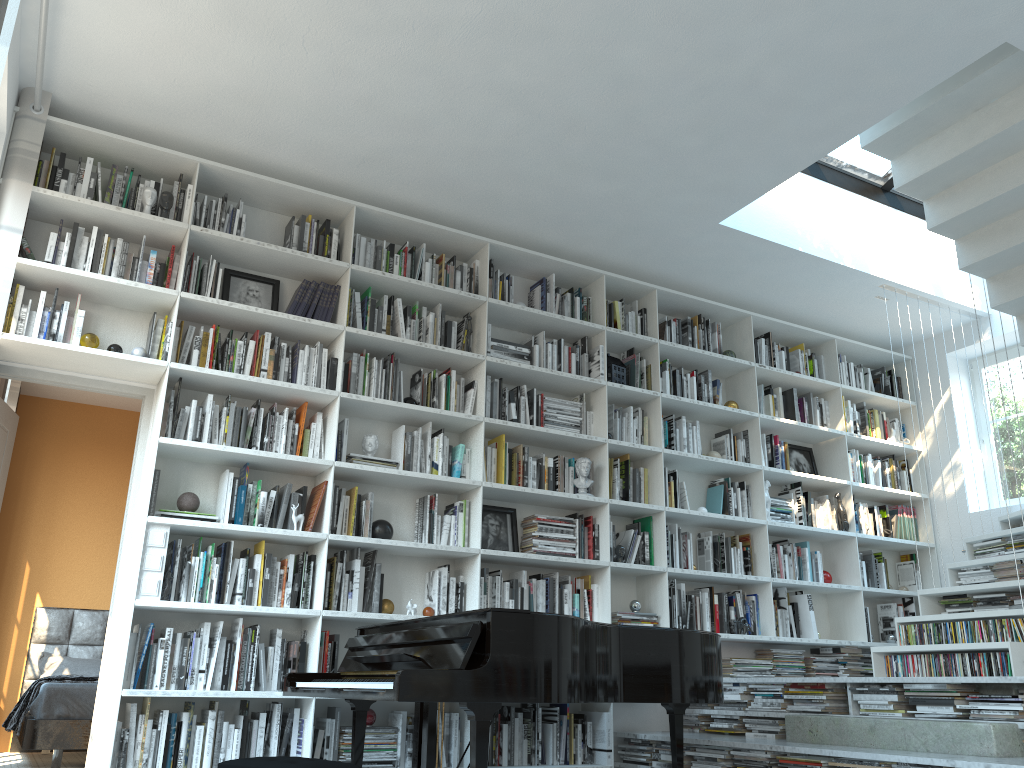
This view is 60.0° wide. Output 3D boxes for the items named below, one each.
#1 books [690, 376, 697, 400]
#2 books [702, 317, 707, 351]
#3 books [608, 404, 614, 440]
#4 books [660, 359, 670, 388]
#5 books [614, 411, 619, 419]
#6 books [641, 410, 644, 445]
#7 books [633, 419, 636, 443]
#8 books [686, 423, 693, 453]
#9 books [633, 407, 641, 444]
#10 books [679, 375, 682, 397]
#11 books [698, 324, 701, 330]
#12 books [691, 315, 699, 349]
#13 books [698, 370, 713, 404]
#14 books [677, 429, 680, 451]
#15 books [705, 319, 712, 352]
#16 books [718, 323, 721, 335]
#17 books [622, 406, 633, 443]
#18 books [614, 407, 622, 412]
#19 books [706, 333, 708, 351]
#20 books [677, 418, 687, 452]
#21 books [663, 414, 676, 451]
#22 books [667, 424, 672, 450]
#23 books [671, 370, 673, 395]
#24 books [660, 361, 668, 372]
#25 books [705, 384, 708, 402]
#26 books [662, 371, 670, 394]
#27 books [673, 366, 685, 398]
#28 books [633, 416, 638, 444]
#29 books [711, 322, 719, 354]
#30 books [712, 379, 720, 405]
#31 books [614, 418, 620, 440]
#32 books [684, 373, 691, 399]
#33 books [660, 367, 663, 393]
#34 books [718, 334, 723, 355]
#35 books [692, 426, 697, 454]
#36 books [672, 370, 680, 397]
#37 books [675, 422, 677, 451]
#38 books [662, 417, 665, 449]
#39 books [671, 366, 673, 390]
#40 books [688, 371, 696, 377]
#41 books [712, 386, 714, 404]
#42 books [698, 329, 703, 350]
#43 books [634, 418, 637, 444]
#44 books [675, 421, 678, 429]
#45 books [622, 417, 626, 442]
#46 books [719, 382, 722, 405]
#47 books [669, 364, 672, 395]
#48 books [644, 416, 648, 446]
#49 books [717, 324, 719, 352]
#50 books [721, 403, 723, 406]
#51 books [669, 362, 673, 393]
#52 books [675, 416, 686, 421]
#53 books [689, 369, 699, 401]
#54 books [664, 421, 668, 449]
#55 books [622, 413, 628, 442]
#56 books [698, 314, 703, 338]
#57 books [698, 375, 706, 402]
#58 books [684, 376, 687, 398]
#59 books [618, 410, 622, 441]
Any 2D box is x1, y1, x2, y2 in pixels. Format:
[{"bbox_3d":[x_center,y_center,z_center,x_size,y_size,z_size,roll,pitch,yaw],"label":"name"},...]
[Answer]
[{"bbox_3d":[1.185,0.075,6.018,0.021,0.208,0.181,11,-21,-27],"label":"books"},{"bbox_3d":[1.289,-0.297,6.195,0.015,0.298,0.183,11,-21,-27],"label":"books"},{"bbox_3d":[0.600,0.282,5.643,0.019,0.284,0.160,11,-21,-27],"label":"books"},{"bbox_3d":[1.006,-0.002,5.953,0.014,0.305,0.153,11,-21,-27],"label":"books"},{"bbox_3d":[0.628,0.307,5.650,0.024,0.241,0.159,11,-21,-27],"label":"books"},{"bbox_3d":[0.793,0.320,5.730,0.025,0.276,0.173,11,-21,-27],"label":"books"},{"bbox_3d":[0.732,0.343,5.678,0.027,0.196,0.185,11,-21,-27],"label":"books"},{"bbox_3d":[1.128,0.398,5.892,0.025,0.244,0.184,11,-21,-27],"label":"books"},{"bbox_3d":[0.779,0.310,5.727,0.028,0.292,0.155,11,-21,-27],"label":"books"},{"bbox_3d":[1.096,0.062,6.008,0.028,0.222,0.142,11,-21,-27],"label":"books"},{"bbox_3d":[1.264,-0.272,6.193,0.008,0.250,0.170,11,-21,-27],"label":"books"},{"bbox_3d":[1.242,-0.305,6.192,0.006,0.311,0.179,11,-21,-27],"label":"books"},{"bbox_3d":[1.305,0.063,6.093,0.029,0.284,0.184,11,-21,-27],"label":"books"},{"bbox_3d":[1.042,0.408,5.848,0.025,0.193,0.171,11,-21,-27],"label":"books"},{"bbox_3d":[1.336,-0.286,6.236,0.008,0.306,0.183,11,-21,-27],"label":"books"},{"bbox_3d":[1.429,-0.267,6.284,0.006,0.305,0.164,11,-21,-27],"label":"books"},{"bbox_3d":[0.709,0.296,5.662,0.028,0.274,0.187,11,-21,-27],"label":"books"},{"bbox_3d":[0.658,0.296,5.666,0.019,0.274,0.146,11,-21,-27],"label":"books"},{"bbox_3d":[1.318,-0.260,6.227,0.024,0.251,0.150,11,-21,-27],"label":"books"},{"bbox_3d":[1.086,0.377,5.861,0.030,0.262,0.182,11,-21,-27],"label":"books"},{"bbox_3d":[1.014,0.356,5.830,0.014,0.279,0.178,11,-21,-27],"label":"books"},{"bbox_3d":[0.986,0.388,5.827,0.026,0.215,0.162,11,-21,-27],"label":"books"},{"bbox_3d":[1.021,0.037,5.959,0.012,0.235,0.166,11,-21,-27],"label":"books"},{"bbox_3d":[0.991,0.008,5.948,0.011,0.282,0.173,11,-21,-27],"label":"books"},{"bbox_3d":[1.273,0.111,6.075,0.027,0.181,0.176,11,-21,-27],"label":"books"},{"bbox_3d":[0.983,0.036,5.914,0.026,0.207,0.181,11,-21,-27],"label":"books"},{"bbox_3d":[1.116,0.036,6.024,0.013,0.283,0.155,11,-21,-27],"label":"books"},{"bbox_3d":[0.764,0.334,5.708,0.024,0.233,0.150,11,-21,-27],"label":"books"},{"bbox_3d":[1.385,-0.271,6.260,0.013,0.296,0.189,11,-21,-27],"label":"books"},{"bbox_3d":[1.365,0.100,6.120,0.054,0.234,0.172,11,-21,-27],"label":"books"},{"bbox_3d":[0.621,0.325,5.615,0.028,0.185,0.181,11,-21,-27],"label":"books"},{"bbox_3d":[1.159,0.062,6.025,0.023,0.236,0.149,11,-21,-27],"label":"books"},{"bbox_3d":[0.951,0.020,5.923,0.026,0.242,0.148,11,-21,-27],"label":"books"},{"bbox_3d":[1.419,-0.223,6.263,0.014,0.208,0.188,11,-21,-27],"label":"books"},{"bbox_3d":[1.166,0.414,5.917,0.021,0.231,0.183,11,-21,-27],"label":"books"},{"bbox_3d":[1.071,0.040,5.974,0.027,0.240,0.160,11,-21,-27],"label":"books"},{"bbox_3d":[1.027,0.381,5.837,0.022,0.236,0.165,11,-21,-27],"label":"books"},{"bbox_3d":[0.933,0.359,5.792,0.014,0.247,0.177,11,-21,-27],"label":"books"},{"bbox_3d":[1.042,0.027,5.990,0.013,0.275,0.133,11,-21,-27],"label":"books"},{"bbox_3d":[1.202,0.058,6.052,0.012,0.263,0.156,11,-21,-27],"label":"books"},{"bbox_3d":[1.323,0.106,6.107,0.030,0.212,0.157,11,-21,-27],"label":"books"},{"bbox_3d":[1.260,-0.255,6.167,0.018,0.200,0.189,11,-21,-27],"label":"books"},{"bbox_3d":[0.751,0.340,5.690,0.029,0.210,0.158,11,-21,-27],"label":"books"},{"bbox_3d":[1.056,0.383,5.871,0.011,0.256,0.131,11,-21,-27],"label":"books"},{"bbox_3d":[0.668,0.330,5.660,0.023,0.206,0.171,11,-21,-27],"label":"books"},{"bbox_3d":[1.381,0.115,6.135,0.048,0.216,0.182,11,-21,-27],"label":"books"},{"bbox_3d":[1.016,0.017,5.951,0.010,0.267,0.166,11,-21,-27],"label":"books"},{"bbox_3d":[0.815,0.340,5.716,0.028,0.229,0.177,11,-21,-27],"label":"books"},{"bbox_3d":[1.397,-0.263,6.257,0.008,0.277,0.181,11,-21,-27],"label":"books"},{"bbox_3d":[1.405,0.120,6.169,0.026,0.228,0.141,11,-21,-27],"label":"books"},{"bbox_3d":[1.031,0.013,5.980,0.021,0.295,0.139,11,-21,-27],"label":"books"},{"bbox_3d":[1.099,0.374,5.901,0.027,0.294,0.160,11,-21,-27],"label":"books"},{"bbox_3d":[1.223,0.057,6.080,0.012,0.284,0.160,11,-21,-27],"label":"books"},{"bbox_3d":[0.971,0.375,5.820,0.013,0.235,0.158,11,-21,-27],"label":"books"},{"bbox_3d":[0.684,0.317,5.667,0.023,0.235,0.179,11,-21,-27],"label":"books"},{"bbox_3d":[1.272,-0.308,6.208,0.007,0.328,0.184,11,-21,-27],"label":"books"},{"bbox_3d":[1.250,0.078,6.067,0.030,0.237,0.186,11,-21,-27],"label":"books"},{"bbox_3d":[1.133,0.071,6.020,0.025,0.215,0.144,11,-21,-27],"label":"books"},{"bbox_3d":[0.646,0.305,5.655,0.028,0.249,0.165,11,-21,-27],"label":"books"}]
